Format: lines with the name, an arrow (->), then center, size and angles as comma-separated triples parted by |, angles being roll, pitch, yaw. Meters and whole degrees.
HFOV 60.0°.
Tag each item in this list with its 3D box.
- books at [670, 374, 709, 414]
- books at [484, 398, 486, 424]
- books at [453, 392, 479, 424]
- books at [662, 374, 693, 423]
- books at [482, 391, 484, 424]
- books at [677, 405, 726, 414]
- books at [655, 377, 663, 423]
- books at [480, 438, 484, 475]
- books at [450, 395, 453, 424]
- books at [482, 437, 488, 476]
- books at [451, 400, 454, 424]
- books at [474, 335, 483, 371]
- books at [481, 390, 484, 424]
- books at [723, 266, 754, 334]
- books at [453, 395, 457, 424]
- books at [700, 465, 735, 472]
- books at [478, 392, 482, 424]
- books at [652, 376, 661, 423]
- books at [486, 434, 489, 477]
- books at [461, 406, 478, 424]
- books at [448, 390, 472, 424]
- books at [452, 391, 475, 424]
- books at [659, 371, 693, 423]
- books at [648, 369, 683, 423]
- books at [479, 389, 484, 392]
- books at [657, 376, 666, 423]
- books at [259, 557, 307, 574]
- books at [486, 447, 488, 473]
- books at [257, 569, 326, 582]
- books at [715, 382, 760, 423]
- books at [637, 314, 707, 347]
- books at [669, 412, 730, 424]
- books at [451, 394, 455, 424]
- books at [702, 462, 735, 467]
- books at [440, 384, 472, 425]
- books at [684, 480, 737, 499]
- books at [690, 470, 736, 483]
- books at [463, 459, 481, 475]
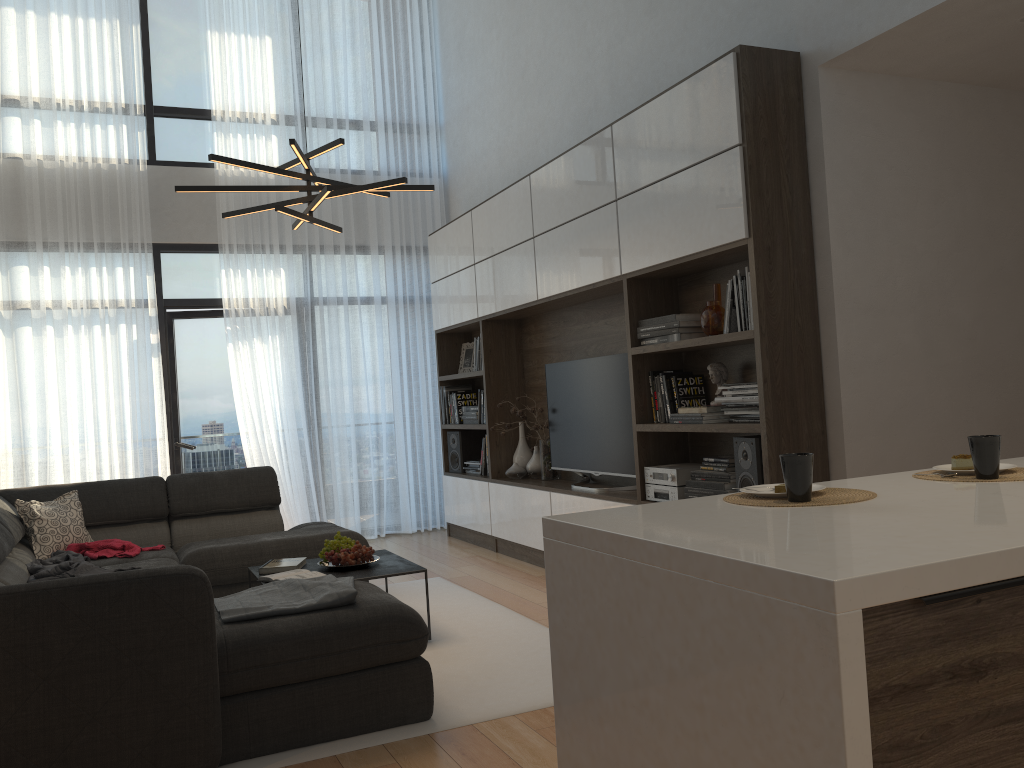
books -> 0.897, 0.071, 4.456 | 0.179, 0.233, 0.077 | -3, -1, -24
books -> -0.113, 0.165, 6.522 | 0.191, 0.249, 0.084 | -3, -1, -24
books -> -0.354, 0.189, 7.025 | 0.191, 0.249, 0.083 | -3, -1, -24
books -> 0.855, 0.071, 4.474 | 0.177, 0.242, 0.066 | -3, -1, -24
books -> -0.139, 0.170, 6.552 | 0.179, 0.243, 0.071 | -3, -1, -25
books -> 0.958, 0.118, 4.233 | 0.266, 0.030, 0.209 | -3, -1, -31
books -> 0.826, 0.077, 4.549 | 0.170, 0.236, 0.049 | -3, -1, -24
books -> -0.125, 0.546, 6.767 | 0.232, 0.284, 0.142 | -3, -1, -24
books -> -0.403, 0.201, 7.156 | 0.189, 0.240, 0.053 | -3, -1, -24
books -> -0.120, 0.542, 6.713 | 0.210, 0.289, 0.100 | -3, -1, -25
books -> -0.399, 0.201, 7.131 | 0.170, 0.236, 0.049 | -3, -1, -24
books -> -0.158, -0.246, 6.788 | 0.185, 0.299, 0.367 | -3, -1, -24
books -> -0.138, 0.165, 6.581 | 0.192, 0.254, 0.075 | -3, -1, -25
books -> 1.099, -0.370, 3.909 | 0.201, 0.287, 0.332 | -3, -1, -24
books -> -0.371, 0.195, 7.055 | 0.177, 0.242, 0.066 | -3, -1, -24
books -> 1.014, 0.393, 4.176 | 0.161, 0.023, 0.213 | -3, -1, -21
books -> -0.171, 0.175, 6.593 | 0.172, 0.242, 0.069 | -3, -1, -23
books -> 0.822, 0.077, 4.574 | 0.189, 0.240, 0.053 | -3, -1, -24
books -> -0.075, 0.525, 6.627 | 0.237, 0.314, 0.034 | -3, -1, -24
books -> -0.209, 0.233, 6.852 | 0.277, 0.137, 0.343 | -3, -1, -24
books -> -0.414, 0.187, 7.187 | 0.202, 0.268, 0.053 | -3, -1, -24
books -> -0.376, 0.190, 7.086 | 0.193, 0.255, 0.066 | -3, -1, -24
books -> 0.849, 0.066, 4.504 | 0.193, 0.255, 0.066 | -3, -1, -24
books -> 0.812, 0.063, 4.605 | 0.202, 0.268, 0.053 | -3, -1, -24
books -> -0.154, 0.164, 6.625 | 0.197, 0.260, 0.066 | -3, -1, -24
books -> 0.828, 0.073, 4.526 | 0.169, 0.242, 0.050 | -3, -1, -25
books -> -1.104, 0.877, 4.285 | 0.179, 0.029, 0.225 | -4, -1, -1
books -> -0.093, 0.535, 6.654 | 0.213, 0.301, 0.028 | -3, -1, -24
books -> -0.984, 0.867, 3.982 | 0.199, 0.025, 0.294 | -3, -1, -45
books -> 1.100, 0.078, 3.916 | 0.224, 0.176, 0.374 | -3, -1, -25
books -> 0.842, -0.270, 4.468 | 0.277, 0.137, 0.343 | -3, -1, -29
books -> 0.932, 0.158, 4.229 | 0.250, 0.047, 0.310 | -3, -1, -19
books -> -0.398, 0.197, 7.108 | 0.169, 0.242, 0.050 | -3, -1, -25
books -> 1.015, 0.374, 4.179 | 0.142, 0.015, 0.198 | -3, -1, -26
books -> -0.447, 0.168, 7.271 | 0.259, 0.321, 0.128 | -3, -1, -24
books -> 1.001, 0.510, 4.157 | 0.248, 0.123, 0.307 | -3, -1, -29
books -> 1.011, 0.426, 4.171 | 0.224, 0.042, 0.277 | -3, -1, -29
books -> -0.246, 0.649, 6.957 | 0.204, 0.099, 0.325 | -3, -1, -24
